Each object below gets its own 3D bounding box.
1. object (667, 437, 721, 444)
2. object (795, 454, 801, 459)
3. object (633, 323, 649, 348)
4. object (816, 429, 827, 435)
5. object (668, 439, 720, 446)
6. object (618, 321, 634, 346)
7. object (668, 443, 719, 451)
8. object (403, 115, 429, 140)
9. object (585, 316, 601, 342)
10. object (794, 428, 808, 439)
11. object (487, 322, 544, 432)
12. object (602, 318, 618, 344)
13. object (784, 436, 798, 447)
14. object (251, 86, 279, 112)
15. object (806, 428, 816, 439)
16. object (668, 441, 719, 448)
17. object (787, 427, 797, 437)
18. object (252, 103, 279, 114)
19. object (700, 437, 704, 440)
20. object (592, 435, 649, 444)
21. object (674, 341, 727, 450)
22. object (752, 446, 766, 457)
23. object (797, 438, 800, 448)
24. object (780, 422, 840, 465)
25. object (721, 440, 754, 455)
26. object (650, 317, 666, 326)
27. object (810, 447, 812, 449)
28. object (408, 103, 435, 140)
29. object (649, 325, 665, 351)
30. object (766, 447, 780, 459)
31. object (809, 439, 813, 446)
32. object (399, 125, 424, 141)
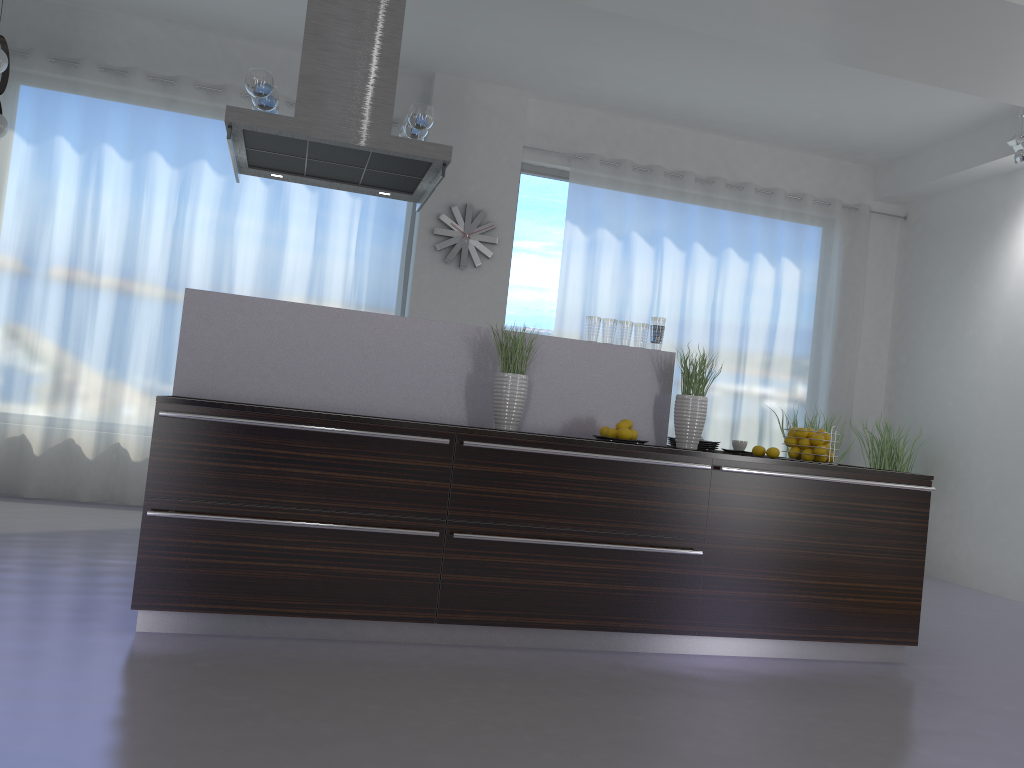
[{"bbox_3d":[0.733,0.206,4.496,0.646,0.147,0.269,6,-2,11],"label":"object"},{"bbox_3d":[1.310,0.323,4.106,0.061,0.053,0.053,5,-3,28],"label":"object"},{"bbox_3d":[0.609,-0.225,4.199,0.072,0.119,0.071,5,-3,26],"label":"object"},{"bbox_3d":[1.434,0.238,4.111,0.050,0.060,0.059,7,-2,-15],"label":"object"},{"bbox_3d":[0.909,0.298,4.458,0.232,0.020,0.232,7,-2,-11],"label":"object"},{"bbox_3d":[0.531,-0.234,4.179,0.072,0.119,0.071,5,-3,26],"label":"object"},{"bbox_3d":[0.907,0.317,4.457,0.232,0.020,0.232,6,-2,-6],"label":"object"},{"bbox_3d":[-0.474,-1.192,4.319,0.125,0.221,0.125,6,-2,10],"label":"object"},{"bbox_3d":[0.376,-0.253,4.139,0.071,0.119,0.072,4,-3,36],"label":"object"},{"bbox_3d":[1.317,0.224,4.042,0.063,0.051,0.053,5,-3,33],"label":"object"},{"bbox_3d":[-0.001,-0.049,3.834,0.269,0.502,0.247,7,-2,-14],"label":"object"},{"bbox_3d":[0.453,-0.244,4.159,0.072,0.119,0.071,5,-3,26],"label":"object"},{"bbox_3d":[1.281,0.265,4.067,0.063,0.051,0.053,4,-3,44],"label":"object"},{"bbox_3d":[-1.153,-1.273,4.121,0.125,0.221,0.125,6,-2,10],"label":"object"},{"bbox_3d":[1.367,0.228,4.075,0.051,0.053,0.063,7,-2,-13],"label":"object"},{"bbox_3d":[0.908,0.308,4.458,0.232,0.020,0.232,6,-2,-6],"label":"object"},{"bbox_3d":[1.301,0.229,4.092,0.052,0.060,0.057,7,-3,-26],"label":"object"},{"bbox_3d":[-1.194,-1.271,4.273,0.125,0.221,0.125,6,-2,10],"label":"object"},{"bbox_3d":[0.975,0.312,4.733,0.153,0.069,0.153,5,-2,19],"label":"object"},{"bbox_3d":[0.473,0.246,3.887,0.232,0.020,0.232,6,-2,-6],"label":"object"},{"bbox_3d":[0.849,0.051,4.077,0.247,0.502,0.269,5,-3,29],"label":"object"},{"bbox_3d":[1.121,0.305,4.026,0.063,0.051,0.053,4,-3,44],"label":"object"},{"bbox_3d":[1.334,0.270,4.089,0.064,0.053,0.051,7,-2,-12],"label":"object"},{"bbox_3d":[1.373,0.271,4.075,0.207,0.174,0.189,4,-3,41],"label":"object"},{"bbox_3d":[1.162,0.324,4.534,0.153,0.069,0.153,8,-3,-41],"label":"object"},{"bbox_3d":[0.691,-0.255,4.221,0.072,0.119,0.071,5,-3,26],"label":"object"},{"bbox_3d":[1.392,0.312,4.137,0.052,0.053,0.062,5,-2,23],"label":"object"},{"bbox_3d":[-0.434,-1.194,4.167,0.125,0.221,0.125,6,-2,10],"label":"object"},{"bbox_3d":[0.687,-0.216,4.219,0.072,0.119,0.071,5,-3,26],"label":"object"},{"bbox_3d":[1.174,0.309,3.989,0.063,0.051,0.053,7,-2,-10],"label":"object"},{"bbox_3d":[1.393,0.263,4.106,0.055,0.051,0.061,7,-2,-20],"label":"object"},{"bbox_3d":[-0.511,-1.191,4.461,0.125,0.221,0.125,6,-2,10],"label":"object"}]
